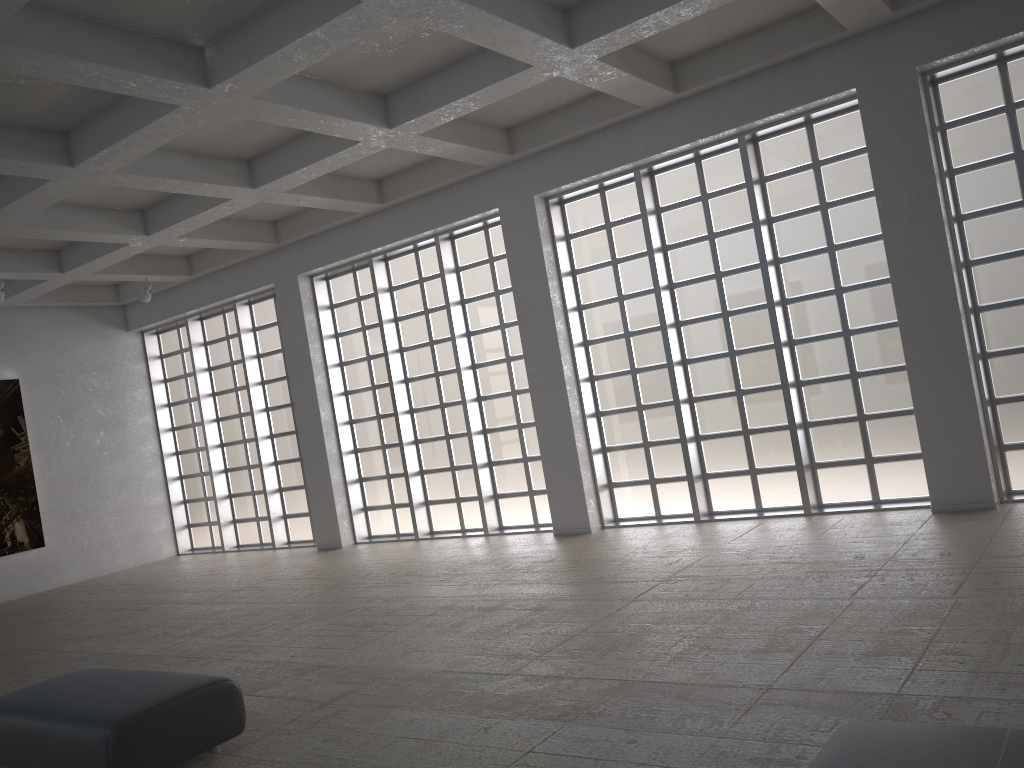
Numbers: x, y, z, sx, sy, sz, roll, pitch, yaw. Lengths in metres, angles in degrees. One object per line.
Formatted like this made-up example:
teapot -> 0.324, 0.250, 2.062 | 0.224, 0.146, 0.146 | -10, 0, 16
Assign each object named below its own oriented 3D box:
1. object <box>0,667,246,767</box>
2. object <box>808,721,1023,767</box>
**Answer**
object -> -4.567, 3.788, 9.931 | 3.044, 0.828, 1.616 | -11, -2, 36
object -> 3.035, 2.365, 4.380 | 3.044, 0.828, 1.616 | -11, -2, 36
